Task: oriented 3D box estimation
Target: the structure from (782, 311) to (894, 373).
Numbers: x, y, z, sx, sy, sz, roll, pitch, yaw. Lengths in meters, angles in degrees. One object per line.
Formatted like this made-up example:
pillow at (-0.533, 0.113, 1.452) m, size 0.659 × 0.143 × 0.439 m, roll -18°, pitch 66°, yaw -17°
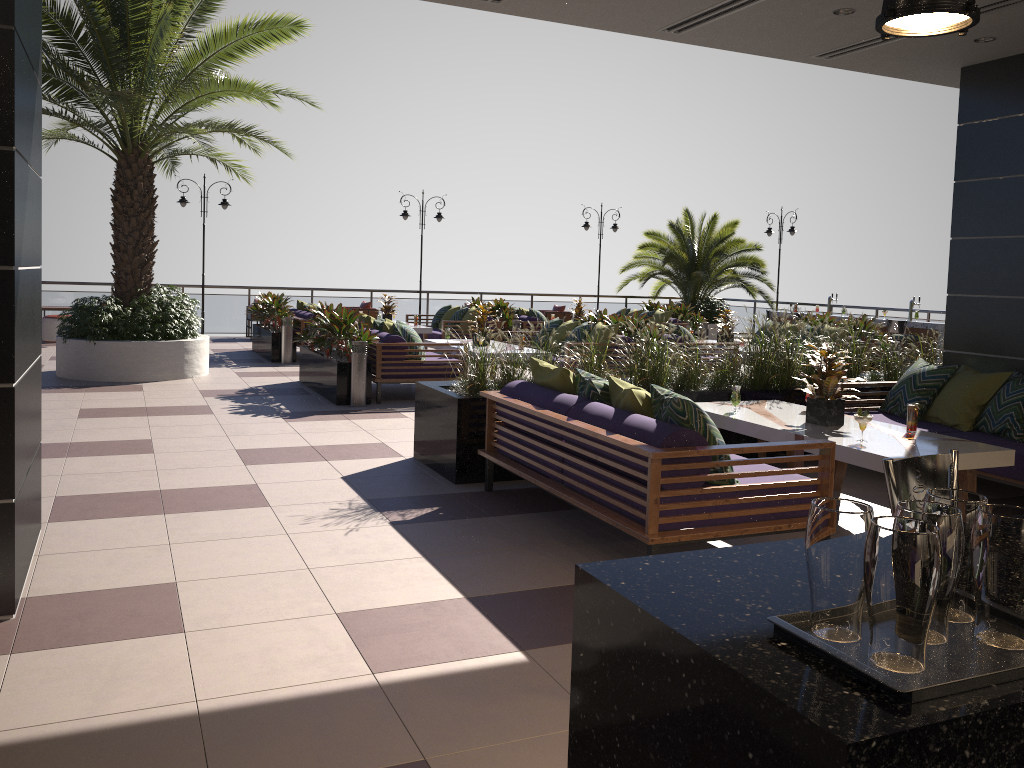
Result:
structure at (4.948, -0.533, 13.673) m, size 0.737 × 1.167 × 2.263 m, roll 0°, pitch 6°, yaw -22°

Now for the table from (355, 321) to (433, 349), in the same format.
table at (-2.166, -0.771, 15.412) m, size 0.941 × 0.551 × 2.047 m, roll -1°, pitch 7°, yaw -24°

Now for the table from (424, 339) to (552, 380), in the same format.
table at (-0.365, -0.215, 11.334) m, size 0.941 × 0.551 × 2.047 m, roll -1°, pitch 7°, yaw -24°

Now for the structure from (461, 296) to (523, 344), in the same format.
structure at (-0.446, -1.025, 16.240) m, size 0.714 × 1.167 × 2.259 m, roll 0°, pitch 7°, yaw -27°

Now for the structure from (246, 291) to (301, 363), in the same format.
structure at (-3.969, -0.950, 14.657) m, size 0.737 × 1.167 × 2.263 m, roll 0°, pitch 6°, yaw -22°

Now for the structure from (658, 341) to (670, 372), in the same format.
structure at (1.879, -0.179, 11.043) m, size 0.180 × 0.697 × 0.100 m, roll 0°, pitch 4°, yaw -24°

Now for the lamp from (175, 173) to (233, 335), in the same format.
lamp at (-6.294, -2.622, 18.065) m, size 1.122 × 3.315 × 0.265 m, roll 0°, pitch 4°, yaw -24°

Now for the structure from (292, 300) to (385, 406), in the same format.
structure at (-2.118, -0.388, 10.549) m, size 0.737 × 1.167 × 2.263 m, roll 0°, pitch 6°, yaw -22°

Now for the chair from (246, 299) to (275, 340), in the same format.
chair at (-5.055, -1.341, 18.215) m, size 0.714 × 0.813 × 0.718 m, roll 0°, pitch 5°, yaw -24°

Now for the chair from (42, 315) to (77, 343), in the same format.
chair at (-8.174, -1.008, 16.002) m, size 0.578 × 0.478 × 0.581 m, roll -1°, pitch 6°, yaw -26°

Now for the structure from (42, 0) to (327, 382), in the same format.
structure at (-4.912, -3.261, 11.607) m, size 4.741 × 6.478 × 4.730 m, roll 1°, pitch 5°, yaw -6°

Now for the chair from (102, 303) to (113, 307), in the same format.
chair at (-7.588, -1.289, 17.096) m, size 0.714 × 0.813 × 0.718 m, roll 0°, pitch 5°, yaw -24°

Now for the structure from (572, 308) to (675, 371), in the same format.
structure at (1.402, -0.459, 12.101) m, size 0.700 × 1.168 × 2.432 m, roll 0°, pitch 6°, yaw -22°

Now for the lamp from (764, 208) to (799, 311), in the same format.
lamp at (6.381, -2.580, 21.191) m, size 0.264 × 3.315 × 1.127 m, roll 0°, pitch 4°, yaw -24°

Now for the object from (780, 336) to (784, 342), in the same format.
object at (3.768, -0.582, 12.391) m, size 0.106 × 0.196 × 0.106 m, roll 3°, pitch 4°, yaw 9°

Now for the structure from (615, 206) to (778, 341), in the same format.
structure at (4.463, -2.651, 21.388) m, size 3.809 × 3.290 × 3.761 m, roll 6°, pitch 7°, yaw 34°

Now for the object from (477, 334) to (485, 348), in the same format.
object at (-0.377, -0.508, 10.651) m, size 0.106 × 0.196 × 0.106 m, roll 3°, pitch 4°, yaw 9°

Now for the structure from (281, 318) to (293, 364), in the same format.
structure at (-3.450, -0.666, 13.585) m, size 0.180 × 0.697 × 0.100 m, roll 0°, pitch 4°, yaw -24°

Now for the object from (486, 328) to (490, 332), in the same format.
object at (-0.327, -0.658, 11.959) m, size 0.069 × 0.180 × 0.069 m, roll 3°, pitch 4°, yaw 9°

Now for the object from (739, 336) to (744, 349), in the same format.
object at (3.155, -0.563, 12.139) m, size 0.069 × 0.180 × 0.069 m, roll -1°, pitch 5°, yaw -36°

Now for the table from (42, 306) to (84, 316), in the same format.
table at (-8.476, -1.158, 16.710) m, size 0.739 × 0.587 × 0.759 m, roll -1°, pitch 6°, yaw -24°

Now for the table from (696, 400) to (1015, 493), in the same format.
table at (2.035, 0.535, 5.828) m, size 0.941 × 0.551 × 2.047 m, roll -1°, pitch 7°, yaw -24°

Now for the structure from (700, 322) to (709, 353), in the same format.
structure at (3.630, -0.811, 16.715) m, size 0.180 × 0.697 × 0.100 m, roll 0°, pitch 4°, yaw -24°

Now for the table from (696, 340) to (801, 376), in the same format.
table at (3.114, -0.286, 12.872) m, size 0.941 × 0.551 × 2.047 m, roll -1°, pitch 7°, yaw -24°

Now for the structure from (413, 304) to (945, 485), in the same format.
structure at (1.618, -0.506, 3.671) m, size 24.715 × 3.110 × 7.857 m, roll -1°, pitch 7°, yaw -24°

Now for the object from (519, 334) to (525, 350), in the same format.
object at (0.117, -0.516, 10.877) m, size 0.067 × 0.189 × 0.085 m, roll 2°, pitch 4°, yaw 6°

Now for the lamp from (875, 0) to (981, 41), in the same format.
lamp at (0.724, -1.039, 1.490) m, size 0.163 × 0.861 × 0.163 m, roll 3°, pitch 4°, yaw 19°

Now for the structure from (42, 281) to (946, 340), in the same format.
structure at (0.187, -0.793, 14.142) m, size 17.494 × 1.054 × 12.985 m, roll -1°, pitch 8°, yaw -24°

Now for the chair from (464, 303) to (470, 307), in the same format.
chair at (-0.802, -1.428, 20.095) m, size 0.714 × 0.813 × 0.718 m, roll 0°, pitch 5°, yaw -24°

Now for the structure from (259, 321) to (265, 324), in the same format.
structure at (-4.409, -0.962, 15.756) m, size 0.180 × 0.697 × 0.100 m, roll 0°, pitch 4°, yaw -24°

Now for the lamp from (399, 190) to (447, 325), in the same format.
lamp at (-2.046, -2.709, 19.943) m, size 1.122 × 3.315 × 0.265 m, roll 0°, pitch 4°, yaw -24°

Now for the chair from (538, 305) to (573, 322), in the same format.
chair at (0.947, -1.463, 20.869) m, size 0.714 × 0.813 × 0.718 m, roll 0°, pitch 5°, yaw -24°

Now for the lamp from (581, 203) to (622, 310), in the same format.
lamp at (2.149, -2.795, 21.797) m, size 1.122 × 3.315 × 0.265 m, roll 0°, pitch 4°, yaw -24°

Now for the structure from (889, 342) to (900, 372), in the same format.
structure at (5.440, -0.252, 12.617) m, size 0.180 × 0.697 × 0.100 m, roll 0°, pitch 4°, yaw -24°

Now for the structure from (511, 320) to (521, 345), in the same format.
structure at (0.069, -0.738, 15.141) m, size 0.180 × 0.697 × 0.100 m, roll 0°, pitch 4°, yaw -24°

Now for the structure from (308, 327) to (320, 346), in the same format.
structure at (-2.597, -0.402, 11.652) m, size 0.180 × 0.697 × 0.100 m, roll 0°, pitch 4°, yaw -24°

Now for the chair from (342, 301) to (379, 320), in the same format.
chair at (-3.306, -1.377, 18.989) m, size 0.714 × 0.813 × 0.718 m, roll 0°, pitch 5°, yaw -24°

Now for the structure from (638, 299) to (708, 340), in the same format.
structure at (3.096, -1.094, 17.781) m, size 0.737 × 1.167 × 2.263 m, roll 0°, pitch 6°, yaw -22°

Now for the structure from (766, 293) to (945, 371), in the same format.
structure at (6.604, -1.037, 16.801) m, size 0.804 × 1.322 × 4.424 m, roll 0°, pitch 7°, yaw -24°

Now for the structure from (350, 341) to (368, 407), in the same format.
structure at (-1.641, -0.107, 9.487) m, size 0.180 × 0.697 × 0.100 m, roll 0°, pitch 4°, yaw -24°
